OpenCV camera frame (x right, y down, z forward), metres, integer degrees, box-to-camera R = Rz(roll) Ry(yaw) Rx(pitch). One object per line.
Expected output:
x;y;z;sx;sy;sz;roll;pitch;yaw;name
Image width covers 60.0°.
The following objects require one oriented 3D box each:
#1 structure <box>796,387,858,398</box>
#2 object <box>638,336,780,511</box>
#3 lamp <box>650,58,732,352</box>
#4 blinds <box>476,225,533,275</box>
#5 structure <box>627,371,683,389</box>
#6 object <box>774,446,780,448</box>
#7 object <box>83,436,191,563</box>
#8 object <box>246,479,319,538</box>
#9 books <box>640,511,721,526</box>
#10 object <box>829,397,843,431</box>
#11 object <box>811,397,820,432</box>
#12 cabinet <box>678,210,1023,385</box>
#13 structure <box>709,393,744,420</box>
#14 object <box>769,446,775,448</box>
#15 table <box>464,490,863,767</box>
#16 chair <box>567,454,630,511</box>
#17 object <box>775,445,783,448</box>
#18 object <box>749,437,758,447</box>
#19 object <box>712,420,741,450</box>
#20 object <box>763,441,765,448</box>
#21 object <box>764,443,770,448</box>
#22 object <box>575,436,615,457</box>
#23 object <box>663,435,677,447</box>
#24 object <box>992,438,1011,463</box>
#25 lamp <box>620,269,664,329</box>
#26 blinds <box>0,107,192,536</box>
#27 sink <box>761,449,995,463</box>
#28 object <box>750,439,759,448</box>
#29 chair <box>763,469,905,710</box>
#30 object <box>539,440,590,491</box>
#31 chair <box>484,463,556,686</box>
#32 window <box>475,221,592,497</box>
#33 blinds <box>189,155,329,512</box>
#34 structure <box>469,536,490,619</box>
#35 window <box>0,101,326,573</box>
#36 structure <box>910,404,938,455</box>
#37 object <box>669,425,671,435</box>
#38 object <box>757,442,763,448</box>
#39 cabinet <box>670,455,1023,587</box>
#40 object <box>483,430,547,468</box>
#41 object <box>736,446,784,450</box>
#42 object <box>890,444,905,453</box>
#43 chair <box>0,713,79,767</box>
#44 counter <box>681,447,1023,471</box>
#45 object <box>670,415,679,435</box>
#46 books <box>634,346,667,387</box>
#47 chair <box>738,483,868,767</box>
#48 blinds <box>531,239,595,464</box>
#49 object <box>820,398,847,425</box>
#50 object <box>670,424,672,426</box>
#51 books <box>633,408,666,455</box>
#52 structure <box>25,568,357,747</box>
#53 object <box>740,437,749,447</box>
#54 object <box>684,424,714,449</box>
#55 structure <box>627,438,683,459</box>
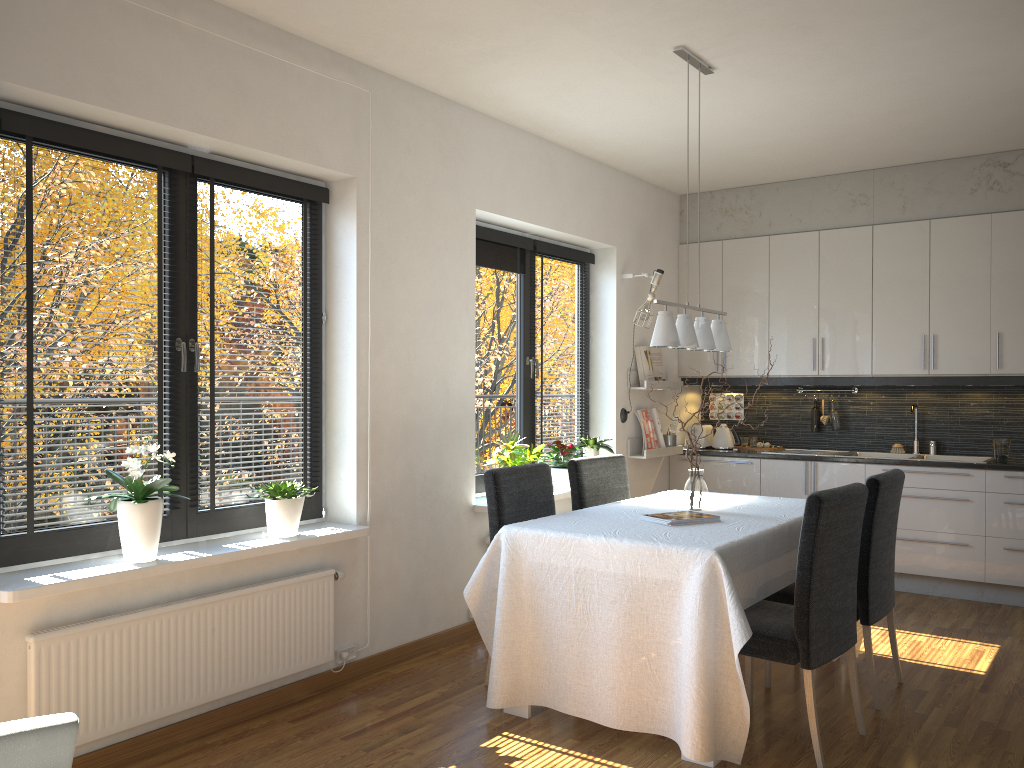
2.308;0.063;6.523;0.443;0.081;0.067;0;0;35;structure
0.883;0.186;4.049;0.615;0.785;0.403;0;0;10;object
0.816;-0.798;3.982;0.131;1.284;0.760;1;1;35;lamp
-0.096;-0.780;5.150;0.049;0.229;0.710;0;0;35;blinds
1.027;-0.026;6.311;0.147;0.129;0.594;0;0;35;structure
1.952;0.470;6.715;0.024;0.017;0.248;0;0;-20;object
-1.302;0.412;3.172;0.340;0.444;0.286;0;0;24;object
-0.967;0.519;3.734;0.283;0.237;0.267;0;0;17;object
0.710;0.565;3.736;0.278;0.022;0.204;0;0;-28;books
2.361;0.218;6.459;0.093;0.242;0.074;0;0;9;object
2.246;0.225;6.559;0.060;0.256;0.060;0;1;-33;object
3.113;-0.528;5.708;4.235;1.070;0.458;0;0;35;cabinet
1.683;0.179;6.983;0.279;0.209;0.045;0;0;35;structure
1.927;0.472;6.717;0.024;0.015;0.249;0;0;-10;object
0.796;0.956;3.987;1.235;0.763;1.856;0;0;36;table
0.623;0.859;4.527;0.544;0.960;0.461;0;1;41;chair
1.972;0.466;6.727;0.173;0.026;0.021;0;0;45;object
1.842;0.441;6.765;0.071;0.076;0.071;0;0;35;object
1.598;0.392;6.660;0.178;0.236;0.204;0;0;-18;object
1.892;0.454;6.674;0.044;0.050;0.043;0;0;-12;object
1.905;0.458;6.621;0.043;0.043;0.044;0;0;32;object
0.510;0.493;5.782;0.354;0.316;0.292;0;0;27;object
1.152;0.434;6.490;0.103;0.124;0.103;0;0;33;object
3.046;0.415;5.519;0.102;0.146;0.102;0;0;35;object
0.878;-0.570;5.984;0.312;0.395;0.131;0;0;40;lamp
-1.485;-0.195;3.210;0.049;1.422;0.710;1;1;35;blinds
2.475;0.567;6.052;1.421;0.168;0.475;0;0;35;sink
1.828;0.447;6.692;0.065;0.064;0.065;0;0;35;object
1.425;0.858;3.955;0.544;0.960;0.461;0;0;36;chair
0.323;0.494;5.427;0.371;0.309;0.380;0;0;10;object
0.214;0.856;3.954;0.544;0.960;0.461;0;0;36;chair
0.082;-0.138;5.472;0.119;1.588;1.561;1;0;35;window
-1.065;-0.192;3.798;0.049;1.422;0.710;1;1;35;blinds
0.228;1.037;5.259;0.078;0.459;1.457;1;0;37;structure
-10.516;2.053;10.886;12.971;18.373;21.829;0;0;-25;window
2.822;0.314;6.070;0.167;0.347;0.195;0;0;28;structure
1.153;0.393;6.480;0.007;0.200;0.020;0;1;-33;object
1.854;0.458;6.628;0.045;0.045;0.046;0;0;38;object
2.900;0.871;5.423;4.223;0.690;0.040;0;0;35;cabinet
0.019;0.454;5.049;0.333;0.384;0.299;0;0;-39;object
1.859;0.485;6.714;0.335;0.012;0.213;0;0;37;object
2.699;0.451;6.203;0.097;0.065;0.099;0;0;27;object
-1.099;0.906;1.700;0.685;0.832;0.545;0;0;-30;chair
3.067;0.583;5.655;4.250;0.192;0.622;0;0;35;counter
1.193;0.360;6.492;0.060;0.267;0.119;0;0;27;object
1.004;-0.116;6.311;0.109;0.299;0.364;0;0;35;books
1.016;0.855;3.382;0.544;0.960;0.461;0;1;41;chair
0.336;-0.179;5.763;0.049;1.422;0.710;1;1;35;blinds
2.352;0.199;6.483;0.188;0.204;0.072;0;0;23;object
1.162;0.392;6.520;0.043;0.193;0.014;0;1;-44;object
0.981;0.337;6.271;0.138;0.330;0.283;0;0;33;books
-1.104;1.025;3.390;0.078;0.459;1.457;0;0;34;structure
1.759;0.441;6.715;0.071;0.076;0.071;0;0;28;object
1.436;0.407;6.785;0.175;0.192;0.253;0;0;35;object
1.026;0.447;6.315;0.147;0.129;0.594;0;0;35;structure
